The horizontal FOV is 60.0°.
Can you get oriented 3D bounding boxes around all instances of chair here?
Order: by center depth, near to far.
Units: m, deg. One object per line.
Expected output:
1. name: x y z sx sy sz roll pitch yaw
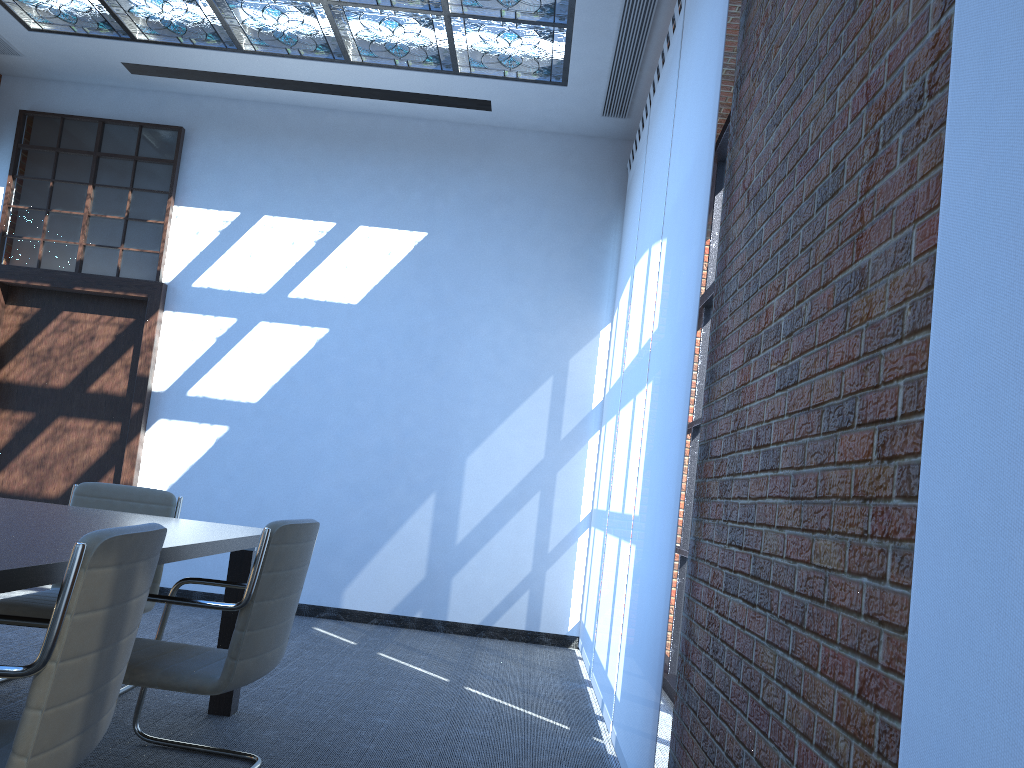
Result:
1. chair: -1.238 0.742 1.983 0.706 0.919 0.562 7 -6 -5
2. chair: -1.120 0.899 3.118 0.706 0.919 0.562 6 -6 5
3. chair: -1.974 0.923 4.078 0.560 0.919 0.709 6 -6 2

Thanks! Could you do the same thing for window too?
1. window: 1.169 -0.339 1.971 0.160 3.594 9.662 6 -7 2
2. window: -3.355 -1.482 7.045 1.328 1.287 0.059 6 -5 1

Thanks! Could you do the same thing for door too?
1. door: -3.560 0.340 6.943 1.400 2.426 0.201 6 -5 2

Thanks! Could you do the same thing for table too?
1. table: -2.025 0.692 1.852 1.809 0.807 4.523 6 -7 2

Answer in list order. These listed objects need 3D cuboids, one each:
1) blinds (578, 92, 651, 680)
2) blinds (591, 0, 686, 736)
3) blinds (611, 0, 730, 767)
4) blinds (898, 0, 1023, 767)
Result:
1. blinds: 0.703 0.033 6.180 0.039 3.744 1.223 6 -5 2
2. blinds: 0.682 -0.131 4.908 0.039 3.744 1.223 6 -5 2
3. blinds: 0.661 -0.293 3.647 0.039 3.744 1.223 6 -5 2
4. blinds: 0.612 -0.688 0.577 0.039 3.744 1.320 6 -5 2
